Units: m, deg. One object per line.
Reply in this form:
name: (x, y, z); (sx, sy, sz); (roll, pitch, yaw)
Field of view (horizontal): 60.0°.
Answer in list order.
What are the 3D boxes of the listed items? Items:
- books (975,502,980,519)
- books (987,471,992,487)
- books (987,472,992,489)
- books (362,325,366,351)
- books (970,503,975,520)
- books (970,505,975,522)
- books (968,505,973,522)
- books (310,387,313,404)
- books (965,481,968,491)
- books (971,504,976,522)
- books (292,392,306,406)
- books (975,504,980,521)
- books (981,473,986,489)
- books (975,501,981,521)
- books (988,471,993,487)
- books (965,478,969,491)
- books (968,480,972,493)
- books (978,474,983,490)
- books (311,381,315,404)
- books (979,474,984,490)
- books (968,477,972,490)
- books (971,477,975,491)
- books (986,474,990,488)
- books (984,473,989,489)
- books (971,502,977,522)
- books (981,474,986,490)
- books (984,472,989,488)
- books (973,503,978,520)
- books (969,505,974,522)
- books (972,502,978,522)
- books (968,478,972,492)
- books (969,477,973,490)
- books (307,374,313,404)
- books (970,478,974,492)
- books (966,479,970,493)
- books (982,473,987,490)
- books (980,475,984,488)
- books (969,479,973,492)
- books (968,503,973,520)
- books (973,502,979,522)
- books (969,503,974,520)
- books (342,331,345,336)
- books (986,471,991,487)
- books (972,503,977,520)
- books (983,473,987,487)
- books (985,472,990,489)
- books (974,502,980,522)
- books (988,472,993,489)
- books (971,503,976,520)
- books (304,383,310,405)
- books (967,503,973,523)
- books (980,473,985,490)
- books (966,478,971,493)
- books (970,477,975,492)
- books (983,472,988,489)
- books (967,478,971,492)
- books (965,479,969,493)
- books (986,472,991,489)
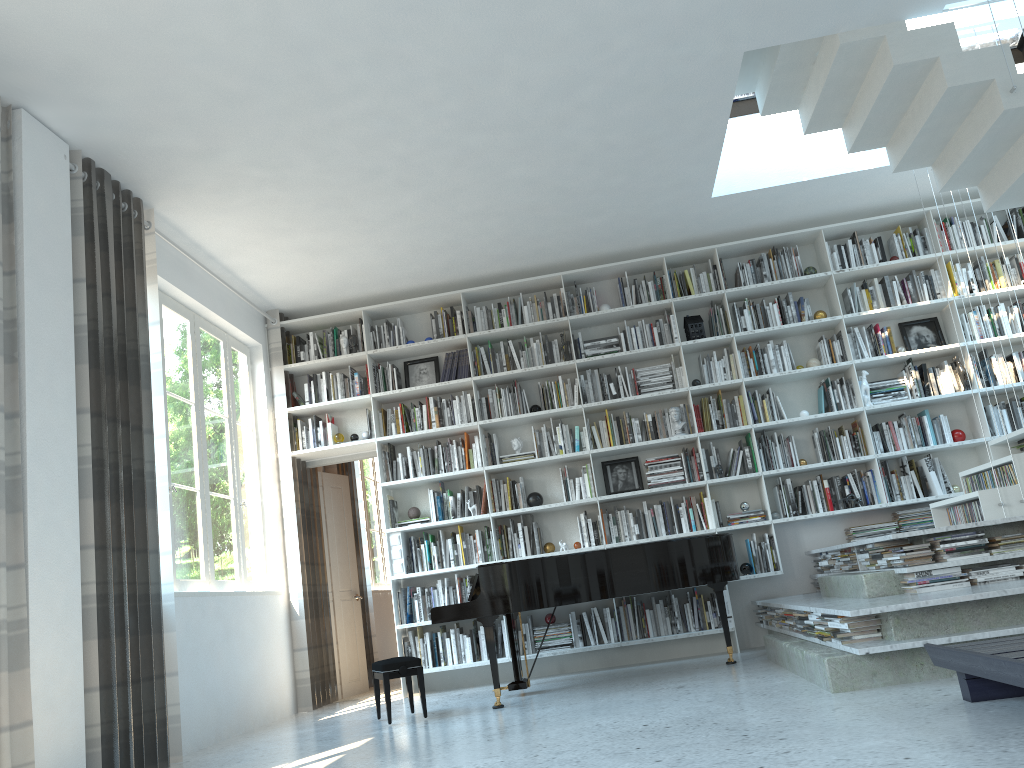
books: (2.872, 0.761, 5.346); (0.125, 0.125, 0.011); (-9, -13, 5)
books: (3.004, 0.587, 5.453); (0.125, 0.125, 0.008); (-9, -13, 5)
books: (3.005, 0.589, 5.460); (0.125, 0.125, 0.008); (-9, -13, 5)
books: (-1.209, -0.350, 7.495); (0.024, 0.251, 0.235); (-9, -14, 5)
books: (2.882, 0.778, 5.423); (0.125, 0.125, 0.008); (-9, -13, 5)
books: (2.883, 0.780, 5.431); (0.125, 0.125, 0.007); (-9, -13, 5)
books: (2.887, 0.786, 5.459); (0.125, 0.125, 0.008); (-9, -13, 5)
books: (-1.663, 0.128, 7.501); (0.024, 0.192, 0.138); (-9, -13, 5)
books: (3.051, 0.672, 5.820); (0.125, 0.125, 0.008); (-9, -13, 5)
books: (2.881, 0.776, 5.415); (0.125, 0.125, 0.009); (-9, -13, 5)
books: (-1.779, 0.155, 7.506); (0.121, 0.175, 0.130); (-9, -13, 5)
books: (2.873, 0.762, 5.353); (0.125, 0.125, 0.011); (-9, -13, 5)
books: (3.016, 0.608, 5.544); (0.125, 0.125, 0.010); (-9, -13, 5)
books: (2.871, 0.759, 5.338); (0.125, 0.125, 0.008); (-9, -13, 5)
books: (3.002, 0.584, 5.438); (0.125, 0.125, 0.008); (-9, -13, 5)
books: (3.049, 0.669, 5.805); (0.125, 0.125, 0.007); (-9, -13, 5)
books: (3.044, 0.660, 5.770); (0.125, 0.125, 0.008); (-9, -13, 5)
books: (3.022, 0.619, 5.591); (0.125, 0.125, 0.008); (-9, -13, 5)
books: (-1.646, 0.102, 7.478); (0.023, 0.227, 0.172); (-9, -13, 5)
books: (3.020, 0.617, 5.581); (0.125, 0.125, 0.012); (-9, -13, 5)
books: (3.042, 0.657, 5.755); (0.125, 0.125, 0.007); (-9, -13, 5)
books: (3.037, 0.647, 5.713); (0.125, 0.125, 0.010); (-9, -13, 5)
books: (3.008, 0.594, 5.482); (0.125, 0.125, 0.008); (-9, -13, 5)
books: (3.011, 0.600, 5.506); (0.125, 0.125, 0.007); (-9, -13, 5)
books: (2.879, 0.773, 5.401); (0.125, 0.125, 0.010); (-9, -13, 5)
books: (3.017, 0.611, 5.553); (0.125, 0.125, 0.007); (-9, -13, 5)
books: (3.010, 0.598, 5.499); (0.125, 0.125, 0.007); (-9, -13, 5)
books: (2.876, 0.768, 5.377); (0.125, 0.125, 0.008); (-9, -13, 5)
books: (2.885, 0.783, 5.445); (0.125, 0.125, 0.008); (-9, -13, 5)
books: (2.877, 0.769, 5.385); (0.125, 0.125, 0.008); (-9, -13, 5)
books: (3.043, 0.659, 5.762); (0.125, 0.125, 0.007); (-9, -13, 5)
books: (3.040, 0.654, 5.740); (0.125, 0.125, 0.008); (-9, -13, 5)
books: (-1.689, 0.079, 7.503); (0.011, 0.296, 0.163); (-9, -13, 5)
books: (3.040, 0.652, 5.733); (0.125, 0.125, 0.008); (-9, -13, 5)
books: (3.048, 0.667, 5.798); (0.125, 0.125, 0.008); (-9, -13, 5)
books: (3.014, 0.606, 5.533); (0.125, 0.125, 0.014); (-9, -13, 5)
books: (3.019, 0.614, 5.570); (0.125, 0.125, 0.010); (-9, -13, 5)
books: (3.041, 0.655, 5.748); (0.125, 0.125, 0.007); (-9, -13, 5)
books: (2.886, 0.785, 5.452); (0.125, 0.125, 0.008); (-9, -13, 5)
books: (2.875, 0.766, 5.371); (0.125, 0.125, 0.007); (-9, -13, 5)
books: (2.884, 0.782, 5.438); (0.125, 0.125, 0.008); (-9, -13, 5)
books: (-1.401, -0.308, 7.536); (0.025, 0.243, 0.168); (-9, -13, 5)
books: (3.006, 0.591, 5.467); (0.125, 0.125, 0.008); (-9, -13, 5)
books: (2.878, 0.771, 5.392); (0.125, 0.125, 0.008); (-9, -13, 5)
books: (3.013, 0.603, 5.522); (0.125, 0.125, 0.010); (-9, -13, 5)
books: (3.009, 0.596, 5.491); (0.125, 0.125, 0.010); (-9, -13, 5)
books: (2.875, 0.764, 5.363); (0.125, 0.125, 0.008); (-9, -13, 5)
books: (3.003, 0.586, 5.445); (0.125, 0.125, 0.007); (-9, -13, 5)
books: (2.880, 0.775, 5.408); (0.125, 0.125, 0.010); (-9, -13, 5)
books: (-1.707, 0.120, 7.493); (0.034, 0.217, 0.166); (-9, -13, 5)
books: (2.888, 0.788, 5.467); (0.125, 0.125, 0.008); (-9, -13, 5)
books: (3.018, 0.613, 5.562); (0.125, 0.125, 0.009); (-9, -13, 5)
books: (3.047, 0.665, 5.789); (0.125, 0.125, 0.010); (-9, -13, 5)
books: (3.038, 0.650, 5.723); (0.125, 0.125, 0.010); (-9, -13, 5)
books: (3.012, 0.601, 5.513); (0.125, 0.125, 0.007); (-9, -13, 5)
books: (3.046, 0.663, 5.781); (0.125, 0.125, 0.012); (-9, -13, 5)
books: (3.050, 0.670, 5.813); (0.125, 0.125, 0.009); (-9, -13, 5)
books: (3.007, 0.592, 5.474); (0.125, 0.125, 0.008); (-9, -13, 5)
